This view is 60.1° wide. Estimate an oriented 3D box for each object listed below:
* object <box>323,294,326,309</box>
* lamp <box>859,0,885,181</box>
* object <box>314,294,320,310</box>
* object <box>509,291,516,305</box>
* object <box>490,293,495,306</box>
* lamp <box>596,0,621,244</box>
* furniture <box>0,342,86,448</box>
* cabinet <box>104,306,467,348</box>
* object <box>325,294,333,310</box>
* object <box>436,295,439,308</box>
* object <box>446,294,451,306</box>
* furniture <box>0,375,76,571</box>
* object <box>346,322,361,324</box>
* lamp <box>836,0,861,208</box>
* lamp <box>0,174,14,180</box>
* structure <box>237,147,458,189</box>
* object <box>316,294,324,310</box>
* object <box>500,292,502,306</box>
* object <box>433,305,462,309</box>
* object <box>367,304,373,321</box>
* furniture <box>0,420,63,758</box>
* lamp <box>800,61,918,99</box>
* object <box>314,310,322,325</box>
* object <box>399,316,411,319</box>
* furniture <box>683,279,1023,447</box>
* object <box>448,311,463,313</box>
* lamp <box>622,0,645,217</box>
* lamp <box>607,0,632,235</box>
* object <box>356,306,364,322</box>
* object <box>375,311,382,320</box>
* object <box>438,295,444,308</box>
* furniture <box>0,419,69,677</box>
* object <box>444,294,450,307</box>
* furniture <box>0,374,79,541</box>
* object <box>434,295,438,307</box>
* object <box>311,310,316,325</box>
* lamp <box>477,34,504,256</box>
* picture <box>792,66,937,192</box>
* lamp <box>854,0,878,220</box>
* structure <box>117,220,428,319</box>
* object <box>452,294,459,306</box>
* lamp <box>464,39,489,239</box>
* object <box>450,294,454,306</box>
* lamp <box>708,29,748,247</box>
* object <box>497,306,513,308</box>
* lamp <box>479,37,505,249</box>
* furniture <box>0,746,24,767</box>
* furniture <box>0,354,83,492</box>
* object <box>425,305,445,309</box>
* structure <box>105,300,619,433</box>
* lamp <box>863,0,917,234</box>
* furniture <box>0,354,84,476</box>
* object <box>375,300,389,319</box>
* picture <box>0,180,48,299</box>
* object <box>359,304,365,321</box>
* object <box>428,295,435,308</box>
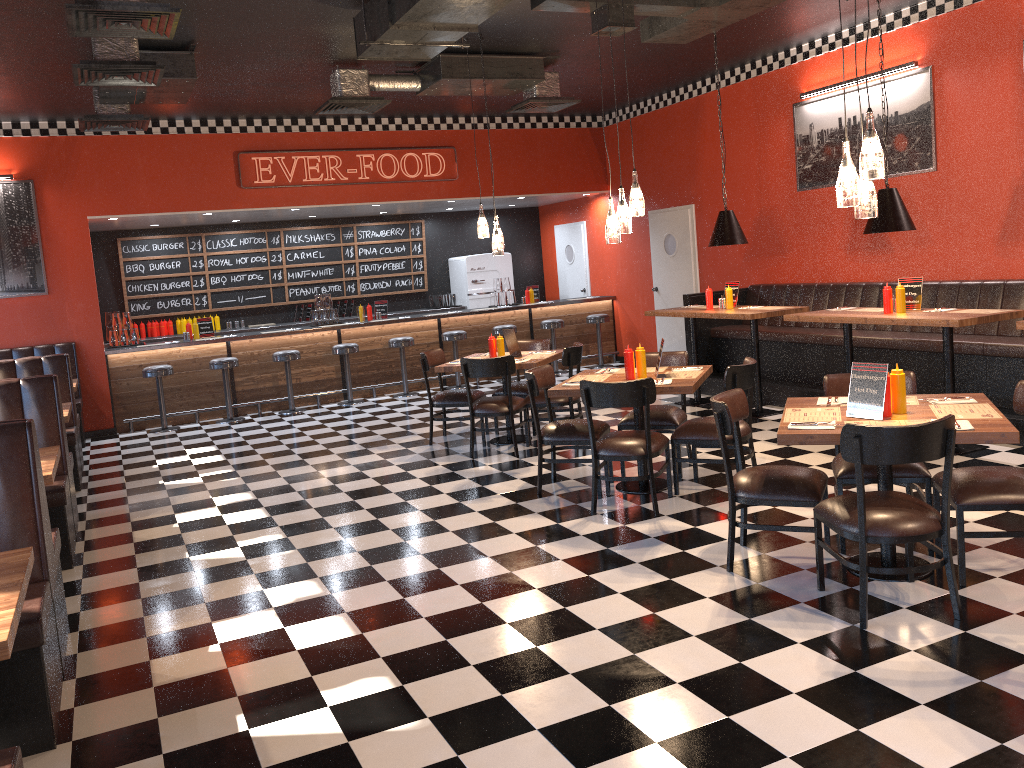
[{"bbox_3d":[-2.527,-1.123,12.059,0.105,0.208,0.106,-3,6,20],"label":"object"},{"bbox_3d":[1.574,-1.908,3.975,0.108,1.957,0.109,-3,6,22],"label":"lamp"},{"bbox_3d":[-2.628,-1.106,12.002,0.105,0.208,0.106,-3,6,20],"label":"object"},{"bbox_3d":[0.004,-1.269,13.101,0.105,0.208,0.106,-3,6,20],"label":"object"},{"bbox_3d":[-0.271,-1.248,13.116,0.105,0.208,0.106,-3,6,20],"label":"object"},{"bbox_3d":[0.620,-1.937,6.011,0.108,1.957,0.109,-6,5,-13],"label":"lamp"},{"bbox_3d":[-5.645,0.214,9.658,1.713,1.149,0.707,-8,7,-24],"label":"furniture"},{"bbox_3d":[-3.206,-0.425,13.364,5.296,0.995,0.677,-8,7,-24],"label":"cabinet"},{"bbox_3d":[-2.475,-1.113,11.959,0.105,0.208,0.106,-3,6,20],"label":"object"},{"bbox_3d":[-1.155,-1.312,14.125,0.105,0.208,0.106,-3,6,20],"label":"object"},{"bbox_3d":[-1.024,-1.364,14.426,0.105,0.208,0.106,-3,6,20],"label":"object"},{"bbox_3d":[-3.628,0.644,5.323,1.713,1.149,0.707,-8,7,-24],"label":"furniture"},{"bbox_3d":[-2.133,-0.820,11.855,0.158,0.019,0.255,-9,9,-28],"label":"object"},{"bbox_3d":[1.510,-1.806,4.093,0.109,1.957,0.108,-10,7,-42],"label":"lamp"},{"bbox_3d":[-5.853,-2.273,9.784,0.612,0.056,0.081,-8,8,-24],"label":"lamp"},{"bbox_3d":[-2.063,-2.812,11.499,2.881,0.437,0.122,-8,6,-24],"label":"structure"},{"bbox_3d":[-2.586,-1.099,11.921,0.105,0.208,0.106,-3,6,20],"label":"object"},{"bbox_3d":[-0.162,-1.262,13.152,0.105,0.208,0.106,-3,6,20],"label":"object"},{"bbox_3d":[-1.032,-1.230,14.151,0.438,0.018,0.273,-8,9,-24],"label":"object"},{"bbox_3d":[-1.961,-0.992,12.194,0.068,0.237,0.068,-6,6,-12],"label":"object"},{"bbox_3d":[-2.621,0.858,3.160,1.713,1.149,0.707,-8,7,-24],"label":"furniture"},{"bbox_3d":[3.389,-2.987,8.749,0.081,0.056,1.448,-8,8,-24],"label":"lamp"},{"bbox_3d":[-2.615,-0.886,11.920,0.105,0.208,0.106,-3,6,20],"label":"object"},{"bbox_3d":[-1.468,-0.914,12.132,0.157,0.019,0.256,-6,8,-9],"label":"object"},{"bbox_3d":[4.301,-0.153,6.280,1.106,1.144,8.780,-8,8,-24],"label":"furniture"},{"bbox_3d":[-0.805,-1.017,12.477,0.158,0.019,0.256,-8,9,-23],"label":"object"},{"bbox_3d":[0.778,-2.116,5.962,0.108,1.957,0.109,-1,7,37],"label":"lamp"},{"bbox_3d":[0.679,-1.986,5.901,0.108,1.957,0.109,-3,6,17],"label":"lamp"},{"bbox_3d":[-2.052,-0.945,12.020,0.105,0.208,0.106,-3,6,20],"label":"object"},{"bbox_3d":[-1.835,-0.948,12.178,0.093,0.135,0.047,-2,6,25],"label":"object"},{"bbox_3d":[-1.120,-1.300,14.022,0.105,0.208,0.106,-3,6,20],"label":"object"},{"bbox_3d":[-2.919,0.795,3.799,1.713,1.149,0.707,-8,7,-24],"label":"furniture"},{"bbox_3d":[-1.032,-1.321,14.116,0.105,0.208,0.106,-3,6,20],"label":"object"},{"bbox_3d":[-3.925,0.581,5.962,1.713,1.149,0.707,-8,7,-24],"label":"furniture"},{"bbox_3d":[-1.204,-1.336,14.329,0.105,0.208,0.106,-3,6,20],"label":"object"},{"bbox_3d":[-2.674,-0.894,12.015,0.105,0.208,0.106,-3,6,20],"label":"object"},{"bbox_3d":[-0.205,-2.133,7.931,0.108,1.957,0.109,-3,6,22],"label":"lamp"},{"bbox_3d":[3.454,-2.483,8.824,0.023,0.935,1.774,-7,8,-24],"label":"picture"},{"bbox_3d":[1.619,-1.765,4.162,0.108,1.957,0.109,-6,5,-13],"label":"lamp"},{"bbox_3d":[-3.454,-1.778,13.435,4.552,1.142,0.200,-8,6,-24],"label":"structure"},{"bbox_3d":[-0.895,-1.333,14.121,0.105,0.208,0.106,-3,6,20],"label":"object"},{"bbox_3d":[-0.342,-2.309,8.040,0.109,1.957,0.108,-8,6,-33],"label":"lamp"},{"bbox_3d":[-0.950,-1.342,14.223,0.105,0.208,0.106,-3,6,20],"label":"object"},{"bbox_3d":[2.012,-2.356,8.498,0.382,2.036,0.384,-3,6,17],"label":"lamp"},{"bbox_3d":[-0.112,-1.120,12.799,0.158,0.019,0.255,-9,9,-28],"label":"object"},{"bbox_3d":[-0.202,-2.209,8.048,0.109,1.957,0.108,-9,7,-37],"label":"lamp"},{"bbox_3d":[-1.912,1.009,1.636,1.713,1.149,0.707,-8,7,-24],"label":"furniture"},{"bbox_3d":[-4.634,0.430,7.486,1.713,1.149,0.707,-8,7,-24],"label":"furniture"},{"bbox_3d":[-1.167,-1.256,14.423,0.438,0.018,0.273,-8,9,-24],"label":"object"},{"bbox_3d":[-1.581,-0.297,11.958,7.056,1.035,0.216,-8,6,-24],"label":"structure"},{"bbox_3d":[2.828,-2.182,6.743,0.382,2.036,0.384,-3,6,17],"label":"lamp"},{"bbox_3d":[-4.932,0.366,8.125,1.713,1.149,0.707,-8,7,-24],"label":"furniture"},{"bbox_3d":[-1.813,-1.025,12.275,0.188,0.256,0.072,-4,6,10],"label":"object"},{"bbox_3d":[-5.824,-1.597,9.869,1.025,1.296,0.016,-8,6,-24],"label":"picture"},{"bbox_3d":[-2.070,-0.981,12.180,0.068,0.237,0.068,-6,6,-12],"label":"object"},{"bbox_3d":[-1.306,-1.337,14.399,0.105,0.208,0.106,-3,6,20],"label":"object"}]
